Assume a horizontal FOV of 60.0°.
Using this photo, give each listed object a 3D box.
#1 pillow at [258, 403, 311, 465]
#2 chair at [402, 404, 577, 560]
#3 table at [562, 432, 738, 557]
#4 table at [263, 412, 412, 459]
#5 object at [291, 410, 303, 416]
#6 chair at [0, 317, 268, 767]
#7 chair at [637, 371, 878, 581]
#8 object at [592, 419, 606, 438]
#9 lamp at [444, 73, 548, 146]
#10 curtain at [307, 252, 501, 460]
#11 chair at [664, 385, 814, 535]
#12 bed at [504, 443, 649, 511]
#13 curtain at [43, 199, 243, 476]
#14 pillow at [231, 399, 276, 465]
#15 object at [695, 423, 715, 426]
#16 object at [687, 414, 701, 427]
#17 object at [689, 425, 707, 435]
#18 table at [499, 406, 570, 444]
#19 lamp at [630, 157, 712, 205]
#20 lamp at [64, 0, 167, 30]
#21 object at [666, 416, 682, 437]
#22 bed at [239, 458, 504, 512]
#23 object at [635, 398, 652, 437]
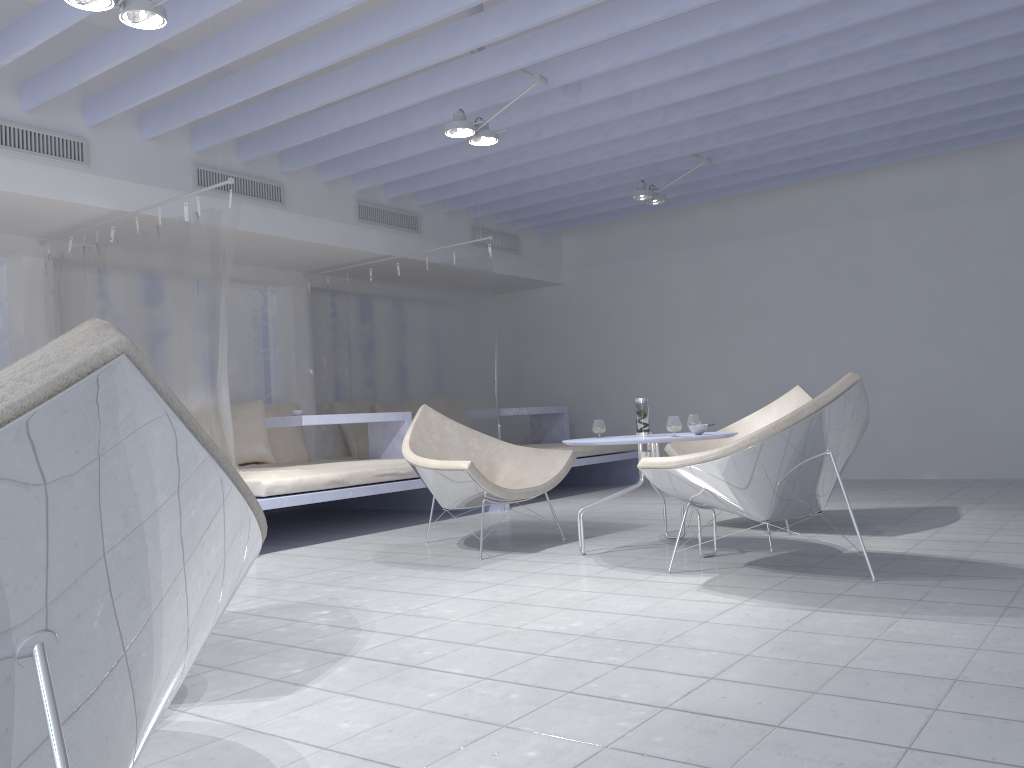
[{"bbox_3d":[-1.884,0.407,7.201,0.230,0.521,0.524,-5,-3,34],"label":"pillow"},{"bbox_3d":[-0.210,0.467,4.645,0.753,0.759,0.906,-5,-3,40],"label":"chair"},{"bbox_3d":[0.664,0.516,4.202,0.825,0.534,0.823,-4,-2,13],"label":"table"},{"bbox_3d":[-1.239,0.449,6.474,0.416,0.450,1.065,-5,-3,36],"label":"table"},{"bbox_3d":[-1.508,0.206,6.216,0.082,0.043,0.082,-3,-2,-3],"label":"object"},{"bbox_3d":[-0.621,0.342,0.931,0.753,0.759,0.906,-4,-3,32],"label":"chair"},{"bbox_3d":[1.069,0.353,3.499,0.906,0.759,0.753,-1,-3,-36],"label":"chair"},{"bbox_3d":[0.436,0.224,4.436,0.068,0.091,0.068,-4,-3,26],"label":"object"},{"bbox_3d":[-0.063,-1.504,4.845,0.587,0.218,0.380,-5,-3,36],"label":"lamp"},{"bbox_3d":[-0.903,-0.111,6.960,1.998,1.559,0.125,-5,-3,35],"label":"curtain"},{"bbox_3d":[1.422,0.390,4.910,0.753,0.759,0.906,-1,-3,-39],"label":"chair"},{"bbox_3d":[-0.213,0.760,7.817,2.016,0.427,2.200,-5,-3,36],"label":"bed"},{"bbox_3d":[-2.187,-0.135,5.149,2.050,1.552,0.151,-5,-3,36],"label":"curtain"},{"bbox_3d":[-2.121,0.382,6.840,0.537,0.527,0.233,-2,-3,-34],"label":"pillow"},{"bbox_3d":[0.869,0.188,4.012,0.098,0.016,0.012,-5,-3,36],"label":"object"},{"bbox_3d":[0.899,0.197,4.384,0.068,0.091,0.068,-4,-3,26],"label":"object"},{"bbox_3d":[0.848,0.210,4.033,0.082,0.043,0.082,-5,-3,38],"label":"object"},{"bbox_3d":[0.072,0.450,8.256,0.416,0.450,1.065,-5,-3,36],"label":"table"},{"bbox_3d":[1.189,-1.503,6.546,0.587,0.218,0.380,-5,-3,36],"label":"lamp"},{"bbox_3d":[-1.301,-1.504,3.161,0.587,0.218,0.380,-5,-3,36],"label":"lamp"},{"bbox_3d":[0.720,0.189,3.943,0.068,0.091,0.068,-4,-3,26],"label":"object"},{"bbox_3d":[-1.523,0.760,6.035,2.016,0.427,2.200,-5,-3,36],"label":"bed"},{"bbox_3d":[0.627,0.160,4.257,0.075,0.185,0.075,-3,-2,-1],"label":"object"}]
